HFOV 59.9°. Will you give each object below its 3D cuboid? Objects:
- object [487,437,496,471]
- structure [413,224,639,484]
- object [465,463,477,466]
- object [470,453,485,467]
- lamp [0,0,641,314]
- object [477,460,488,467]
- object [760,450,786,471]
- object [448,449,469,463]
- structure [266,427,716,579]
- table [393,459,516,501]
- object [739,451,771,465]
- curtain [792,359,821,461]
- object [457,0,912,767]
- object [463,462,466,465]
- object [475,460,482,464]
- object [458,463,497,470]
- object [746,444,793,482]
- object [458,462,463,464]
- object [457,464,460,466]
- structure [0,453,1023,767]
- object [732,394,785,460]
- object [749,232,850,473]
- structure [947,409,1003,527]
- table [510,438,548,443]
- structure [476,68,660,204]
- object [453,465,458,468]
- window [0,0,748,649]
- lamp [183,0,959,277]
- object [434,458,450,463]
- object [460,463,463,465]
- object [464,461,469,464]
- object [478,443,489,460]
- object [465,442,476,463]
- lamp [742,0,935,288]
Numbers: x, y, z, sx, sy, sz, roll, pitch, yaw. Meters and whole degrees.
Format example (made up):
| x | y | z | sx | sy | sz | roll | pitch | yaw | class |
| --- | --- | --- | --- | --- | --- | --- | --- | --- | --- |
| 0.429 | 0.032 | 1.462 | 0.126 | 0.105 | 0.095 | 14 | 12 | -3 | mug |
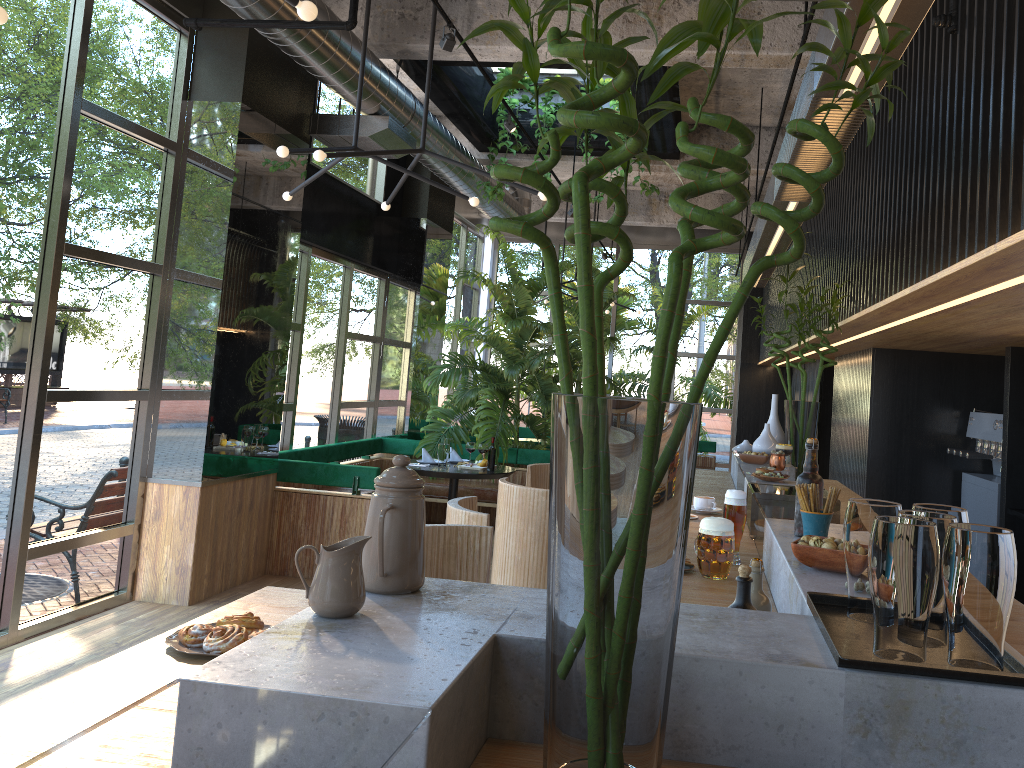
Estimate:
| x | y | z | sx | sy | sz | roll | pitch | yaw | class |
| --- | --- | --- | --- | --- | --- | --- | --- | --- | --- |
| -0.178 | 0.619 | 7.896 | 0.066 | 0.300 | 0.070 | 2 | -5 | 26 | object |
| 0.213 | -0.134 | 10.426 | 2.452 | 3.453 | 2.636 | 5 | -3 | -5 | structure |
| -0.365 | 0.729 | 8.046 | 0.100 | 0.013 | 0.225 | 4 | 0 | 16 | object |
| -0.306 | 0.678 | 7.949 | 0.141 | 0.124 | 0.098 | 4 | -3 | -10 | object |
| 0.691 | -1.929 | 3.940 | 5.021 | 1.829 | 19.091 | 4 | 0 | 12 | lamp |
| -0.262 | 0.711 | 8.033 | 0.098 | 0.064 | 0.164 | 4 | 0 | -18 | object |
| 1.349 | 0.395 | 4.594 | 0.160 | 0.107 | 0.086 | 5 | -2 | -35 | object |
| -0.515 | 0.677 | 8.432 | 0.235 | 0.139 | 0.229 | 4 | -1 | -6 | object |
| 0.227 | 0.808 | 3.515 | 5.953 | 1.554 | 20.314 | 4 | 0 | 12 | structure |
| -0.544 | 1.120 | 8.028 | 1.134 | 0.754 | 1.062 | 5 | -1 | -21 | table |
| 1.367 | 0.410 | 4.966 | 0.187 | 0.073 | 0.233 | 4 | 0 | 30 | object |
| 3.703 | 0.733 | 11.376 | 0.120 | 2.067 | 3.306 | 3 | -1 | 12 | curtain |
| 0.196 | -0.235 | 1.227 | 0.660 | 1.557 | 0.594 | 3 | -4 | 15 | object |
| -0.439 | 0.733 | 8.136 | 0.032 | 0.032 | 0.038 | 4 | -2 | 8 | object |
| -0.269 | 0.723 | 8.137 | 0.193 | 0.038 | 0.063 | 4 | -1 | 44 | object |
| -0.310 | 0.749 | 8.041 | 0.232 | 0.019 | 0.361 | 4 | 0 | 20 | object |
| 1.260 | 0.376 | 4.347 | 0.206 | 0.135 | 0.818 | 4 | 0 | 18 | object |
| -0.476 | 0.734 | 8.233 | 0.024 | 0.025 | 0.047 | 3 | -1 | 29 | object |
| -0.485 | 0.736 | 8.112 | 0.032 | 0.019 | 0.038 | 4 | -1 | 23 | object |
| 2.388 | 0.876 | 2.341 | 5.771 | 1.736 | 7.196 | 4 | 0 | 10 | structure |
| 1.496 | 0.257 | 5.210 | 0.329 | 0.399 | 0.306 | 6 | -3 | -31 | object |
| 1.688 | -0.159 | 5.204 | 0.609 | 1.557 | 0.642 | 8 | -5 | -41 | object |
| 3.472 | 0.986 | 6.369 | 0.542 | 1.602 | 0.846 | 4 | -4 | 11 | structure |
| 0.295 | 1.151 | 11.934 | 1.118 | 0.754 | 1.077 | 4 | -1 | -10 | table |
| 0.719 | -2.526 | 9.096 | 2.077 | 1.523 | 1.470 | 3 | -2 | 39 | structure |
| -0.504 | 0.739 | 8.010 | 0.061 | 0.013 | 0.149 | 4 | 0 | 6 | object |
| -0.671 | -1.746 | 3.843 | 4.087 | 6.517 | 20.564 | 4 | 0 | 12 | window |
| 0.635 | -2.125 | 8.330 | 3.746 | 1.536 | 10.116 | 4 | 0 | 9 | lamp |
| -0.704 | 0.719 | 8.376 | 0.163 | 0.019 | 0.244 | 4 | 0 | -29 | object |
| -0.459 | 0.733 | 8.046 | 0.032 | 0.031 | 0.040 | 3 | -2 | 35 | object |
| -0.430 | 0.735 | 8.200 | 0.096 | 0.028 | 0.131 | 4 | 0 | 25 | object |
| -0.274 | 0.659 | 8.278 | 0.103 | 0.202 | 0.101 | 4 | -4 | -1 | object |
| -0.392 | 0.650 | 8.336 | 0.103 | 0.202 | 0.101 | 4 | -4 | -1 | object |
| 2.241 | -1.664 | 2.736 | 4.947 | 2.140 | 6.765 | 4 | 0 | 5 | lamp |
